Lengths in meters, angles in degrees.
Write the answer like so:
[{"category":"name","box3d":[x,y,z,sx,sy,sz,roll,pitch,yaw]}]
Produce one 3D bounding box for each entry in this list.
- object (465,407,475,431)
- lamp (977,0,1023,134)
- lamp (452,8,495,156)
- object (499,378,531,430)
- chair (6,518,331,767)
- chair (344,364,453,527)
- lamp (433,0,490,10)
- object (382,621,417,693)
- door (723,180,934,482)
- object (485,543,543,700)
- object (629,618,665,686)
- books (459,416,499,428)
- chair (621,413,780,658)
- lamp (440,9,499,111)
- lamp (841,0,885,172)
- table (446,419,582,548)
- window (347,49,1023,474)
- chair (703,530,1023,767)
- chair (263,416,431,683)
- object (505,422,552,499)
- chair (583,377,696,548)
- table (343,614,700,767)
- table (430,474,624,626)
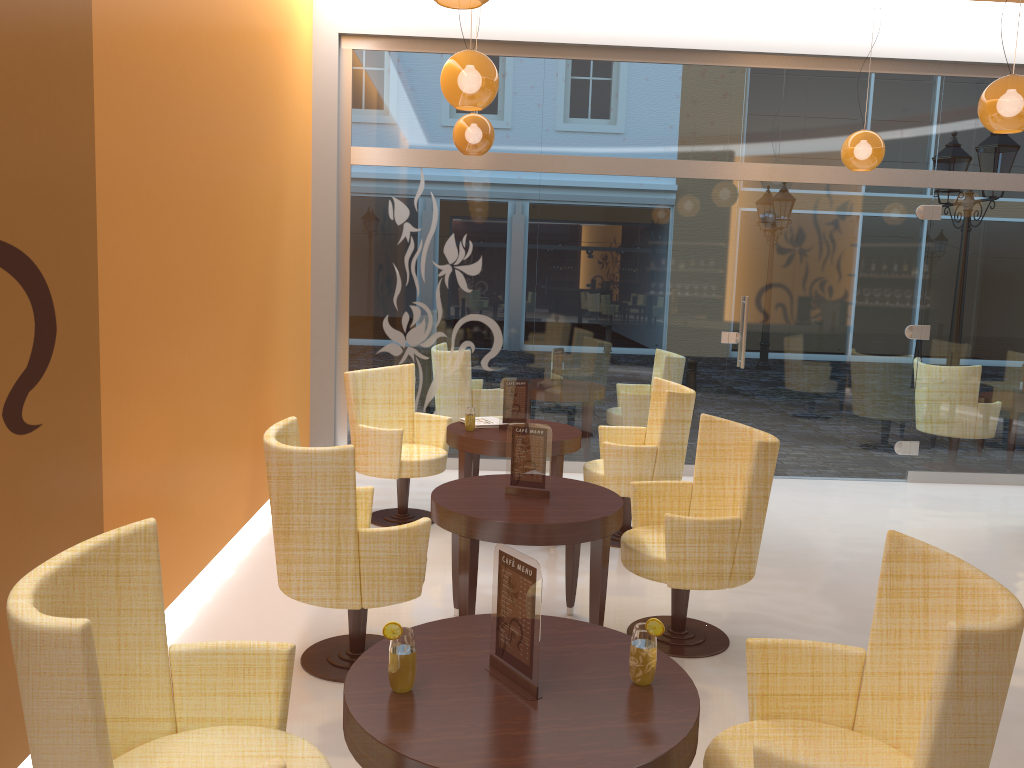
[{"category":"object","box3d":[-0.265,0.222,5.606,0.067,0.148,0.067,5,8,22]},{"category":"lamp","box3d":[2.604,-2.056,4.520,0.299,1.500,0.299,3,7,9]},{"category":"lamp","box3d":[-0.250,-2.373,6.204,0.299,1.500,0.299,2,7,-2]},{"category":"object","box3d":[0.021,0.125,5.701,0.209,0.335,0.042,0,8,-19]},{"category":"chair","box3d":[-0.763,0.899,2.068,0.685,1.017,0.729,0,7,-14]},{"category":"chair","box3d":[-0.770,0.404,5.969,0.685,1.017,0.729,6,8,30]},{"category":"lamp","box3d":[-0.135,-1.916,2.635,0.299,1.500,0.299,5,8,23]},{"category":"object","box3d":[-0.264,0.652,2.124,0.072,0.171,0.067,-5,10,-44]},{"category":"door","box3d":[2.644,-0.416,7.503,1.640,2.499,0.020,2,7,-2]},{"category":"object","box3d":[0.069,0.693,1.238,0.187,0.335,2.090,1,7,-6]},{"category":"object","box3d":[0.330,0.662,2.210,0.072,0.171,0.067,0,8,-19]},{"category":"books","box3d":[-0.141,0.251,5.886,0.339,0.028,0.273,-2,8,-27]},{"category":"chair","box3d":[0.853,0.693,4.150,0.685,1.017,0.729,1,7,-5]},{"category":"lamp","box3d":[-0.192,-2.144,4.419,0.299,1.500,0.299,2,7,-2]},{"category":"lamp","box3d":[2.547,-2.284,6.305,0.299,1.500,0.299,-2,8,-27]},{"category":"table","box3d":[0.003,0.628,5.765,0.872,0.679,0.874,9,10,44]},{"category":"window","box3d":[2.662,-0.911,7.441,8.200,3.380,0.040,2,7,-2]},{"category":"chair","box3d":[0.830,0.938,2.210,0.685,1.017,0.729,4,7,15]},{"category":"chair","box3d":[-0.699,0.686,3.765,0.685,1.017,0.729,-3,9,-34]},{"category":"object","box3d":[0.075,0.342,4.013,0.209,0.335,0.042,4,8,16]},{"category":"chair","box3d":[0.803,0.495,5.697,0.685,1.017,0.729,2,7,1]},{"category":"table","box3d":[0.011,1.075,2.248,0.872,0.679,0.874,6,8,29]},{"category":"table","box3d":[0.057,0.845,4.067,0.872,0.679,0.874,7,9,34]}]
